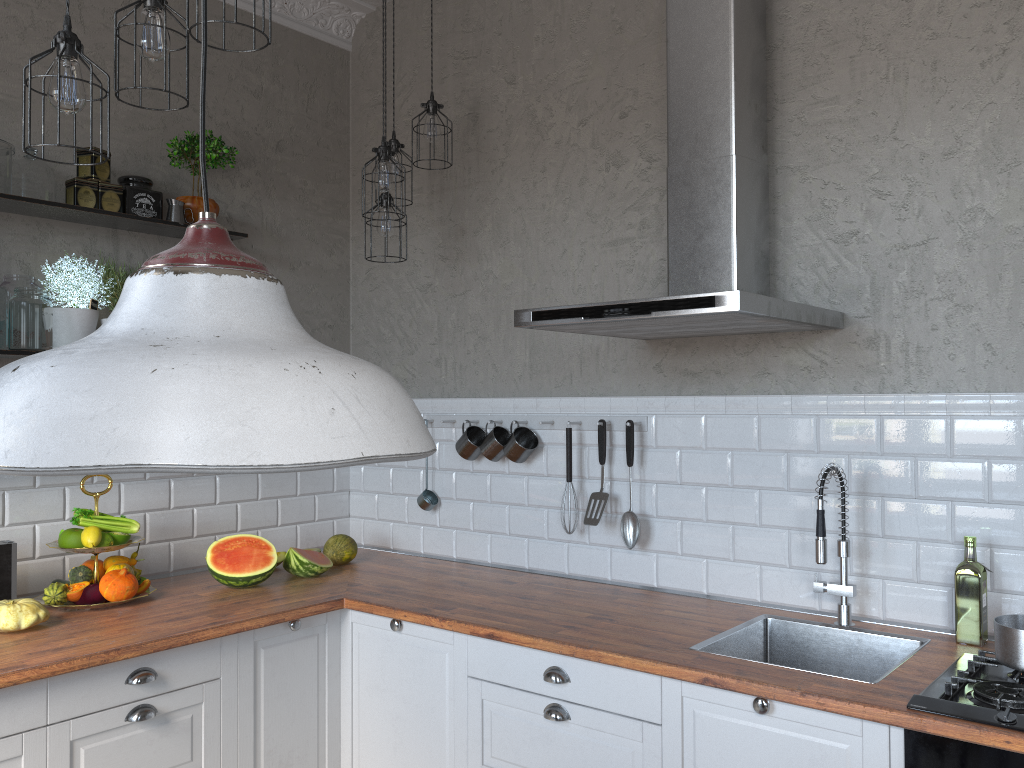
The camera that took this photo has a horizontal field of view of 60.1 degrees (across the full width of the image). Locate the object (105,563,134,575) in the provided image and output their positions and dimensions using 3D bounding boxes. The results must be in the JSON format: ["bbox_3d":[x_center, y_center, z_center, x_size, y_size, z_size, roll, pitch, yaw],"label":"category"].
[{"bbox_3d":[-1.287,0.628,2.903,0.090,0.078,0.086,0,-1,-24],"label":"object"}]

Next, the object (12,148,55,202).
[{"bbox_3d":[-1.633,-0.693,3.009,0.140,0.220,0.140,0,-1,-1],"label":"object"}]

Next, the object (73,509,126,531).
[{"bbox_3d":[-1.363,0.456,2.955,0.184,0.096,0.086,0,-1,-31],"label":"object"}]

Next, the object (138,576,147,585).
[{"bbox_3d":[-1.352,0.667,2.998,0.219,0.044,0.053,0,-1,-14],"label":"object"}]

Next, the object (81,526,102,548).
[{"bbox_3d":[-1.337,0.486,2.814,0.060,0.069,0.077,0,-1,-31],"label":"object"}]

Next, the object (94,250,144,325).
[{"bbox_3d":[-1.384,-0.289,3.151,0.169,0.380,0.184,0,-1,0],"label":"object"}]

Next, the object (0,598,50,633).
[{"bbox_3d":[-1.437,0.663,2.538,0.185,0.083,0.201,-1,-2,40],"label":"object"}]

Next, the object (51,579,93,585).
[{"bbox_3d":[-1.427,0.676,2.937,0.237,0.048,0.062,-1,-1,10],"label":"object"}]

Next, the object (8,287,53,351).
[{"bbox_3d":[-1.562,-0.206,2.874,0.127,0.206,0.122,0,-1,-28],"label":"object"}]

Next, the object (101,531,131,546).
[{"bbox_3d":[-1.311,0.512,2.920,0.100,0.062,0.076,-1,-1,12],"label":"object"}]

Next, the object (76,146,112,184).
[{"bbox_3d":[-1.446,-0.752,3.062,0.082,0.113,0.084,-1,-1,19],"label":"object"}]

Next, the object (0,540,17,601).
[{"bbox_3d":[-1.655,0.594,2.587,0.086,0.226,0.359,-1,-2,39],"label":"object"}]

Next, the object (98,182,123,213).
[{"bbox_3d":[-1.418,-0.639,3.108,0.084,0.113,0.081,1,-2,-41],"label":"object"}]

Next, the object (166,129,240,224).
[{"bbox_3d":[-1.189,-0.777,3.393,0.265,0.397,0.237,0,-1,-26],"label":"object"}]

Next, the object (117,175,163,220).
[{"bbox_3d":[-1.376,-0.667,3.236,0.139,0.174,0.145,-1,-2,39],"label":"object"}]

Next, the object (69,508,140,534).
[{"bbox_3d":[-1.330,0.445,2.891,0.215,0.101,0.065,1,-2,-44],"label":"object"}]

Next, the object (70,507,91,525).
[{"bbox_3d":[-1.376,0.423,2.842,0.050,0.058,0.073,-1,-1,16],"label":"object"}]

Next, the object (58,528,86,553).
[{"bbox_3d":[-1.403,0.503,2.848,0.099,0.078,0.097,-1,-1,26],"label":"object"}]

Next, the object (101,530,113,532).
[{"bbox_3d":[-1.352,0.506,2.973,0.064,0.060,0.063,-1,-1,27],"label":"object"}]

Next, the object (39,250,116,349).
[{"bbox_3d":[-1.509,-0.278,3.078,0.250,0.354,0.230,0,-1,-33],"label":"object"}]

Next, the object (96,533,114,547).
[{"bbox_3d":[-1.321,0.510,2.855,0.065,0.061,0.065,-1,-2,39],"label":"object"}]

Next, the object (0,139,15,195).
[{"bbox_3d":[-1.677,-0.679,2.810,0.173,0.184,0.170,0,-1,-12],"label":"object"}]

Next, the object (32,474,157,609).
[{"bbox_3d":[-1.359,0.501,2.895,0.346,0.425,0.357,-1,-1,24],"label":"object"}]

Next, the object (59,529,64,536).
[{"bbox_3d":[-1.452,0.501,2.903,0.059,0.054,0.059,0,-1,-25],"label":"object"}]

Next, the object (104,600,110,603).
[{"bbox_3d":[-1.298,0.680,2.884,0.073,0.065,0.067,0,-1,-30],"label":"object"}]

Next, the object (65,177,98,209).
[{"bbox_3d":[-1.477,-0.640,3.041,0.081,0.113,0.084,-1,-2,39],"label":"object"}]

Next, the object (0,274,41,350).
[{"bbox_3d":[-1.662,-0.232,2.986,0.128,0.264,0.134,-1,-2,45],"label":"object"}]

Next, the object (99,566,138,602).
[{"bbox_3d":[-1.255,0.637,2.825,0.111,0.110,0.113,0,-1,7],"label":"object"}]

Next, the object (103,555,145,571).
[{"bbox_3d":[-1.312,0.602,2.984,0.058,0.056,0.129,-1,-1,32],"label":"object"}]

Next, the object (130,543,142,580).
[{"bbox_3d":[-1.289,0.609,3.000,0.062,0.120,0.123,0,-1,-27],"label":"object"}]

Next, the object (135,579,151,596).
[{"bbox_3d":[-1.248,0.675,2.936,0.090,0.051,0.068,0,-1,-3],"label":"object"}]

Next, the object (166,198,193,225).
[{"bbox_3d":[-1.228,-0.629,3.262,0.073,0.096,0.095,-1,-2,40],"label":"object"}]
